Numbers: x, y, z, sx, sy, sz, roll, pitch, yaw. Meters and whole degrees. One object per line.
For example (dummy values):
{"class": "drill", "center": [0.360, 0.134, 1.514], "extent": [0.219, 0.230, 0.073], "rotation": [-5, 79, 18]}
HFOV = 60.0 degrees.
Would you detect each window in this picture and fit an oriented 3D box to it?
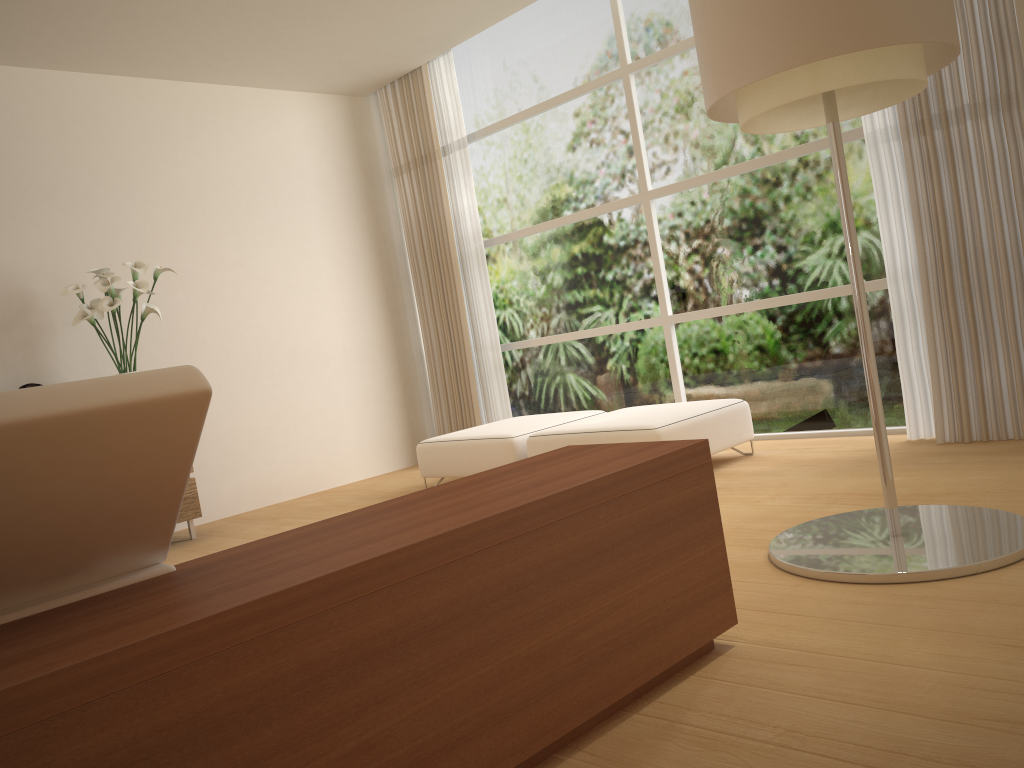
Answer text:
{"class": "window", "center": [0.914, -1.262, 5.969], "extent": [0.071, 3.371, 4.781], "rotation": [-12, 4, -44]}

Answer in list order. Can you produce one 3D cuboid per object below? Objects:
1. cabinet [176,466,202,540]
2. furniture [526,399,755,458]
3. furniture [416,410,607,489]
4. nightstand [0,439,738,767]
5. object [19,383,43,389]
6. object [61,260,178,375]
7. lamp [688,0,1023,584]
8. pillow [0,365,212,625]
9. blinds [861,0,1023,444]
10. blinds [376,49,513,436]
{"class": "cabinet", "center": [-3.461, 0.934, 4.408], "extent": [3.713, 0.662, 0.588], "rotation": [-12, 4, -44]}
{"class": "furniture", "center": [0.741, 0.342, 5.101], "extent": [0.964, 0.346, 0.965], "rotation": [-12, 4, -44]}
{"class": "furniture", "center": [0.026, 0.430, 5.846], "extent": [0.964, 0.346, 0.965], "rotation": [-12, 4, -44]}
{"class": "nightstand", "center": [-1.105, 0.748, 1.007], "extent": [4.220, 0.539, 0.493], "rotation": [-12, 4, -44]}
{"class": "object", "center": [-2.760, 0.211, 5.200], "extent": [0.181, 0.453, 0.282], "rotation": [-12, 4, -44]}
{"class": "object", "center": [-2.298, -0.198, 5.353], "extent": [0.515, 1.085, 0.608], "rotation": [-10, 3, 4]}
{"class": "lamp", "center": [1.098, -0.465, 2.870], "extent": [0.817, 2.018, 0.817], "rotation": [-10, 3, -1]}
{"class": "pillow", "center": [-1.215, 0.333, 1.031], "extent": [0.461, 0.457, 1.779], "rotation": [-7, 4, 45]}
{"class": "blinds", "center": [2.063, -1.375, 4.332], "extent": [0.814, 3.351, 0.202], "rotation": [-7, 4, 45]}
{"class": "blinds", "center": [-0.578, -1.051, 7.160], "extent": [0.950, 3.352, 0.211], "rotation": [-7, 4, 45]}
